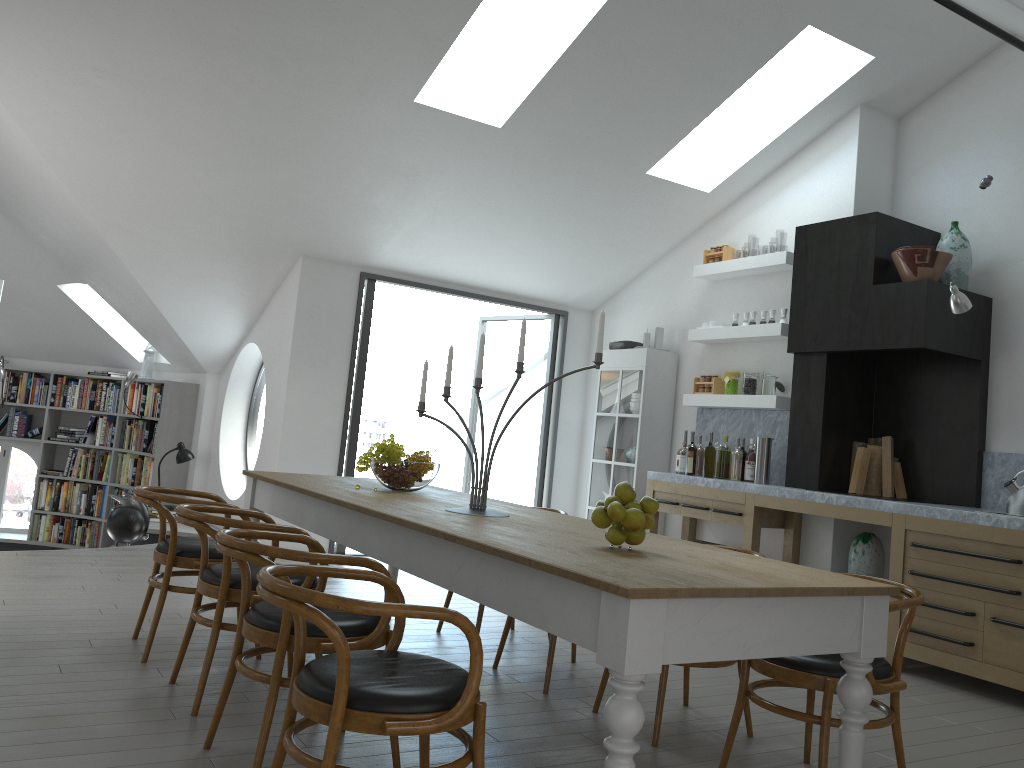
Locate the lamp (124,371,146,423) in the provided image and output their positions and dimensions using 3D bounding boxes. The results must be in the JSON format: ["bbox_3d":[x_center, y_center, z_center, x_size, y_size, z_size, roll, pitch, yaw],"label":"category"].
[{"bbox_3d":[-3.969,0.138,9.386,0.274,0.527,0.112,10,-7,-41],"label":"lamp"}]

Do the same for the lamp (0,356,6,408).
[{"bbox_3d":[-5.602,-0.023,9.703,0.113,0.568,0.357,8,-5,-25],"label":"lamp"}]

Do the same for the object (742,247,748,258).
[{"bbox_3d":[1.845,-1.027,6.993,0.071,0.099,0.071,4,-5,23],"label":"object"}]

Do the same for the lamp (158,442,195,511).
[{"bbox_3d":[-3.296,0.896,8.672,0.322,0.662,0.233,7,-5,-16],"label":"lamp"}]

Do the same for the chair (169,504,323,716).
[{"bbox_3d":[-1.070,0.871,3.548,0.620,0.737,0.527,8,-5,-31],"label":"chair"}]

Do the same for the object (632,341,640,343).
[{"bbox_3d":[1.058,-0.319,8.005,0.170,0.120,0.170,8,-5,-31],"label":"object"}]

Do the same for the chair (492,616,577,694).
[{"bbox_3d":[0.313,1.056,4.338,0.620,0.737,0.527,9,-6,-35],"label":"chair"}]

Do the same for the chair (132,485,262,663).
[{"bbox_3d":[-1.486,0.867,4.145,0.620,0.737,0.527,8,-5,-28],"label":"chair"}]

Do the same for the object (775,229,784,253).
[{"bbox_3d":[2.019,-1.073,6.692,0.063,0.187,0.063,3,-6,27],"label":"object"}]

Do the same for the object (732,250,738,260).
[{"bbox_3d":[1.811,-1.023,7.159,0.082,0.105,0.081,3,-5,27],"label":"object"}]

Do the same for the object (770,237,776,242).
[{"bbox_3d":[2.029,-1.051,6.881,0.048,0.170,0.048,8,-6,-23],"label":"object"}]

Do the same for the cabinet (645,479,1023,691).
[{"bbox_3d":[3.111,1.320,4.586,1.002,1.024,6.425,8,-4,-31],"label":"cabinet"}]

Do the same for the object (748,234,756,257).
[{"bbox_3d":[1.873,-1.072,6.928,0.063,0.187,0.063,3,-6,27],"label":"object"}]

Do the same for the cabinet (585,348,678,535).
[{"bbox_3d":[1.028,0.702,7.801,0.360,1.995,0.641,9,-6,-32],"label":"cabinet"}]

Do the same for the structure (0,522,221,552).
[{"bbox_3d":[-5.098,1.449,7.743,4.711,0.695,4.696,5,-4,14],"label":"structure"}]

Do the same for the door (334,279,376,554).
[{"bbox_3d":[-1.603,0.262,8.017,0.080,2.353,1.051,9,-6,-31],"label":"door"}]

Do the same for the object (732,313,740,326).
[{"bbox_3d":[1.778,-0.502,7.048,0.063,0.124,0.067,9,-6,-38],"label":"object"}]

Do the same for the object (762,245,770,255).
[{"bbox_3d":[1.973,-1.017,6.837,0.077,0.085,0.077,6,-4,1],"label":"object"}]

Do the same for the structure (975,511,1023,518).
[{"bbox_3d":[3.030,0.762,4.766,0.646,0.041,0.737,8,-4,-31],"label":"structure"}]

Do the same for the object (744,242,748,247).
[{"bbox_3d":[1.883,-1.051,7.117,0.048,0.170,0.048,8,-6,-23],"label":"object"}]

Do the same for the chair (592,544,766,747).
[{"bbox_3d":[0.746,1.062,3.750,0.620,0.737,0.527,8,-5,-28],"label":"chair"}]

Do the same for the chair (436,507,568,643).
[{"bbox_3d":[-0.017,1.063,4.986,0.620,0.737,0.527,8,-5,-31],"label":"chair"}]

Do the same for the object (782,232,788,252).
[{"bbox_3d":[2.061,-1.062,6.739,0.054,0.179,0.054,2,-6,35],"label":"object"}]

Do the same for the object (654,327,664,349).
[{"bbox_3d":[1.284,-0.388,7.755,0.072,0.211,0.071,6,-5,-8],"label":"object"}]

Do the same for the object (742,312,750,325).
[{"bbox_3d":[1.837,-0.502,6.953,0.063,0.124,0.067,9,-6,-38],"label":"object"}]

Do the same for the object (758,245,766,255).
[{"bbox_3d":[1.957,-1.023,6.922,0.082,0.105,0.081,3,-5,27],"label":"object"}]

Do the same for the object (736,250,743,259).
[{"bbox_3d":[1.827,-1.017,7.073,0.077,0.085,0.077,6,-4,1],"label":"object"}]

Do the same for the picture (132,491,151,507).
[{"bbox_3d":[-3.904,1.565,9.109,0.090,0.865,0.578,10,-7,-41],"label":"picture"}]

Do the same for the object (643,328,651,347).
[{"bbox_3d":[1.177,-0.392,7.743,0.054,0.197,0.054,6,-5,-7],"label":"object"}]

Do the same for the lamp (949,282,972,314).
[{"bbox_3d":[2.599,-0.495,5.178,0.164,0.178,0.115,7,-5,-13],"label":"lamp"}]

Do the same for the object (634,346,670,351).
[{"bbox_3d":[1.222,-0.296,7.742,0.295,0.025,0.150,6,-4,-7],"label":"object"}]

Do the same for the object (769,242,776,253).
[{"bbox_3d":[1.991,-1.027,6.756,0.071,0.099,0.071,4,-5,23],"label":"object"}]

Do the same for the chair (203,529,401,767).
[{"bbox_3d":[-0.701,0.869,2.921,0.620,0.737,0.527,9,-6,-36],"label":"chair"}]

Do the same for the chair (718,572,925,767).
[{"bbox_3d":[1.118,1.061,3.130,0.620,0.737,0.527,9,-6,-35],"label":"chair"}]

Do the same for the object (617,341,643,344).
[{"bbox_3d":[1.057,-0.310,8.004,0.237,0.120,0.238,8,-4,-31],"label":"object"}]

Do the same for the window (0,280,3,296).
[{"bbox_3d":[-5.577,-1.073,9.147,4.047,0.715,1.931,8,-4,-31],"label":"window"}]

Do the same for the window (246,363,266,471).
[{"bbox_3d":[-2.260,0.367,8.416,0.104,1.474,1.470,9,-5,-31],"label":"window"}]

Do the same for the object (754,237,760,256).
[{"bbox_3d":[1.915,-1.062,6.975,0.054,0.179,0.054,2,-6,35],"label":"object"}]

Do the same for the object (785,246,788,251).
[{"bbox_3d":[2.062,-1.014,6.812,0.093,0.094,0.094,6,-4,1],"label":"object"}]

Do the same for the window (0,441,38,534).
[{"bbox_3d":[-6.673,1.049,9.405,0.617,1.154,3.222,1,-6,44],"label":"window"}]

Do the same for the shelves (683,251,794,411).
[{"bbox_3d":[3.247,-0.265,5.229,0.479,1.365,5.549,9,-5,-37],"label":"shelves"}]

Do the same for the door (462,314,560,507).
[{"bbox_3d":[-0.050,0.471,8.941,1.051,2.353,0.080,1,-7,43],"label":"door"}]

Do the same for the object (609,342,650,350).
[{"bbox_3d":[1.056,-0.300,8.003,0.298,0.120,0.298,8,-4,-31],"label":"object"}]

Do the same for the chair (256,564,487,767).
[{"bbox_3d":[-0.379,0.861,2.271,0.620,0.737,0.527,8,-5,-29],"label":"chair"}]

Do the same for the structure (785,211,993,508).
[{"bbox_3d":[2.541,-0.172,6.095,0.779,1.889,1.075,9,-6,-31],"label":"structure"}]

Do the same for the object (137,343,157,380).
[{"bbox_3d":[-3.993,-0.278,9.742,0.178,0.474,0.179,8,-5,-22],"label":"object"}]
